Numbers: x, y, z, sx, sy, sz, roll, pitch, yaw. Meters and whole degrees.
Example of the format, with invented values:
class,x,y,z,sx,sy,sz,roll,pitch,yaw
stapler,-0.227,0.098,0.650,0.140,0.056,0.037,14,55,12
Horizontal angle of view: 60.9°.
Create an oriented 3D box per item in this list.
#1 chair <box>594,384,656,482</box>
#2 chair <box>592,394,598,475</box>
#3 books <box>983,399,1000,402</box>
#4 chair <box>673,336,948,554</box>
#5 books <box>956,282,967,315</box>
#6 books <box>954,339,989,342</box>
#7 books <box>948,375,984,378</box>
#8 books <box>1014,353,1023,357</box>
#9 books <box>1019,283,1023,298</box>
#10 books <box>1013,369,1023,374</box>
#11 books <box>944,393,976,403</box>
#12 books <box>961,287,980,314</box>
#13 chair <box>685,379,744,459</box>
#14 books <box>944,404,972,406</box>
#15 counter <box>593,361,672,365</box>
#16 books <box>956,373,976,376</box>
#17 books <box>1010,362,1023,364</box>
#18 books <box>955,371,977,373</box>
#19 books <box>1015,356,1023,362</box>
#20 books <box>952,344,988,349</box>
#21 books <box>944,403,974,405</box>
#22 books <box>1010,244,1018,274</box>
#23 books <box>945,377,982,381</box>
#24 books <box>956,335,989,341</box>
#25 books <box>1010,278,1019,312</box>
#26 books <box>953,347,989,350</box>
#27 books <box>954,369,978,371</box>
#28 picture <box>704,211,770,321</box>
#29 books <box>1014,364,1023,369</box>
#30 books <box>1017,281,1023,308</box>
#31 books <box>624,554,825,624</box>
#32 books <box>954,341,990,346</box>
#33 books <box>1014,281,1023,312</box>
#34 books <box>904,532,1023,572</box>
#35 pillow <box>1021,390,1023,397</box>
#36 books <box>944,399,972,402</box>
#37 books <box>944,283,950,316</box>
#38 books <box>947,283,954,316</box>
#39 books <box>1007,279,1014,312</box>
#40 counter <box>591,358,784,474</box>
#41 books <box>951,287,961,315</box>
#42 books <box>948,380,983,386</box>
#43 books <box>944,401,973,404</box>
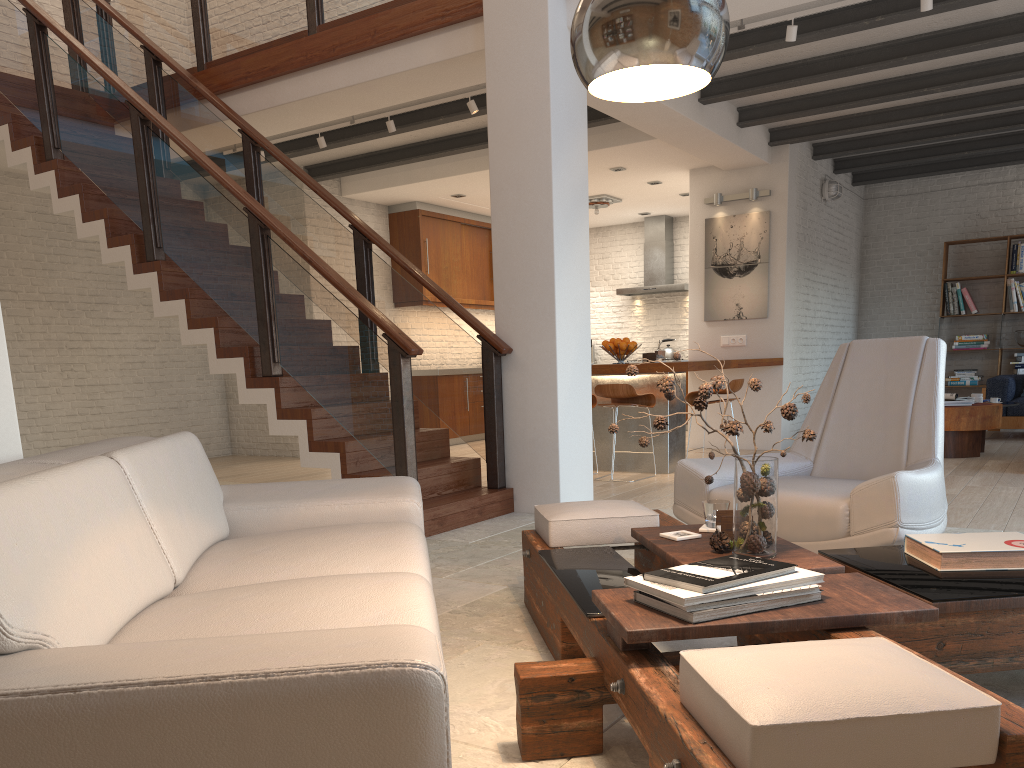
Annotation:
class,x,y,z,sx,sy,sz,roll,pitch,yaw
chair,0.898,0.383,7.073,0.402,0.795,0.413,4,11,33
chair,0.446,0.393,7.362,0.402,0.795,0.413,4,11,33
books,4.743,0.169,8.761,0.231,0.023,0.159,-2,1,-9
chair,1.351,0.326,3.617,0.959,1.042,1.016,-8,9,-40
books,5.378,-1.016,10.432,0.120,0.391,0.238,5,11,33
books,5.516,-0.517,10.462,0.355,0.021,0.267,-1,2,31
books,5.493,-0.088,10.559,0.379,0.019,0.239,-1,1,26
books,6.072,-0.346,10.144,0.378,0.037,0.240,-1,2,33
books,5.948,-1.001,10.072,0.157,0.337,0.249,4,10,33
books,6.077,-0.151,10.167,0.379,0.066,0.239,-1,2,20
books,3.984,0.135,7.926,0.271,0.111,0.317,-3,3,-24
books,5.470,-0.988,10.408,0.194,0.327,0.249,4,9,33
chair,1.699,0.352,7.187,0.420,0.795,0.395,4,11,33
books,3.967,0.183,7.868,0.252,0.011,0.312,-2,1,12
counter,1.003,-0.212,10.991,3.510,0.071,3.275,-1,1,33
books,5.503,-0.116,10.574,0.205,0.034,0.130,-1,2,33
books,6.065,-0.251,10.154,0.443,0.021,0.267,-1,2,33
books,5.501,-0.142,10.577,0.236,0.019,0.167,-1,2,26
books,6.080,-0.295,10.155,0.379,0.066,0.239,-1,2,27
books,5.504,-0.450,10.469,0.379,0.037,0.239,-1,2,28
books,3.973,0.171,7.880,0.252,0.011,0.312,-2,1,2
books,5.816,-1.431,10.079,0.055,0.338,0.249,5,11,33
books,5.486,-0.061,10.581,0.378,0.037,0.240,-1,2,33
books,5.521,-0.555,10.448,0.325,0.057,0.250,-1,2,35
books,5.841,-1.025,10.129,0.103,0.393,0.238,5,11,33
books,5.516,-0.421,10.475,0.354,0.021,0.267,-1,2,33
books,5.497,-0.168,10.550,0.251,0.017,0.159,-1,2,33
picture,2.244,-1.162,8.724,0.651,1.042,0.019,3,12,32
books,6.046,-0.212,10.160,0.326,0.057,0.250,-1,2,28
books,5.915,-1.010,10.108,0.124,0.358,0.266,5,10,33
books,0.497,0.466,2.017,0.398,0.076,0.246,-3,2,-24
books,5.508,-0.487,10.450,0.379,0.037,0.239,-1,2,27
books,5.892,-1.009,10.112,0.124,0.358,0.266,5,10,33
books,1.339,0.477,2.498,0.327,0.058,0.249,-2,2,3
pillow,5.799,-0.068,9.364,0.553,0.419,0.218,1,9,32
books,3.952,0.151,7.858,0.253,0.011,0.311,-2,1,7
books,5.260,-1.015,10.513,0.091,0.394,0.238,5,11,33
books,5.295,-1.017,10.499,0.091,0.394,0.238,5,11,33
books,5.822,-1.026,10.169,0.101,0.393,0.238,5,11,33
counter,1.328,0.267,8.179,1.680,0.942,2.452,0,3,33
books,5.350,-0.993,10.492,0.102,0.342,0.249,5,10,33
books,5.500,-0.014,10.572,0.324,0.057,0.251,-1,2,43
books,3.957,0.161,7.867,0.252,0.011,0.312,-2,1,2
